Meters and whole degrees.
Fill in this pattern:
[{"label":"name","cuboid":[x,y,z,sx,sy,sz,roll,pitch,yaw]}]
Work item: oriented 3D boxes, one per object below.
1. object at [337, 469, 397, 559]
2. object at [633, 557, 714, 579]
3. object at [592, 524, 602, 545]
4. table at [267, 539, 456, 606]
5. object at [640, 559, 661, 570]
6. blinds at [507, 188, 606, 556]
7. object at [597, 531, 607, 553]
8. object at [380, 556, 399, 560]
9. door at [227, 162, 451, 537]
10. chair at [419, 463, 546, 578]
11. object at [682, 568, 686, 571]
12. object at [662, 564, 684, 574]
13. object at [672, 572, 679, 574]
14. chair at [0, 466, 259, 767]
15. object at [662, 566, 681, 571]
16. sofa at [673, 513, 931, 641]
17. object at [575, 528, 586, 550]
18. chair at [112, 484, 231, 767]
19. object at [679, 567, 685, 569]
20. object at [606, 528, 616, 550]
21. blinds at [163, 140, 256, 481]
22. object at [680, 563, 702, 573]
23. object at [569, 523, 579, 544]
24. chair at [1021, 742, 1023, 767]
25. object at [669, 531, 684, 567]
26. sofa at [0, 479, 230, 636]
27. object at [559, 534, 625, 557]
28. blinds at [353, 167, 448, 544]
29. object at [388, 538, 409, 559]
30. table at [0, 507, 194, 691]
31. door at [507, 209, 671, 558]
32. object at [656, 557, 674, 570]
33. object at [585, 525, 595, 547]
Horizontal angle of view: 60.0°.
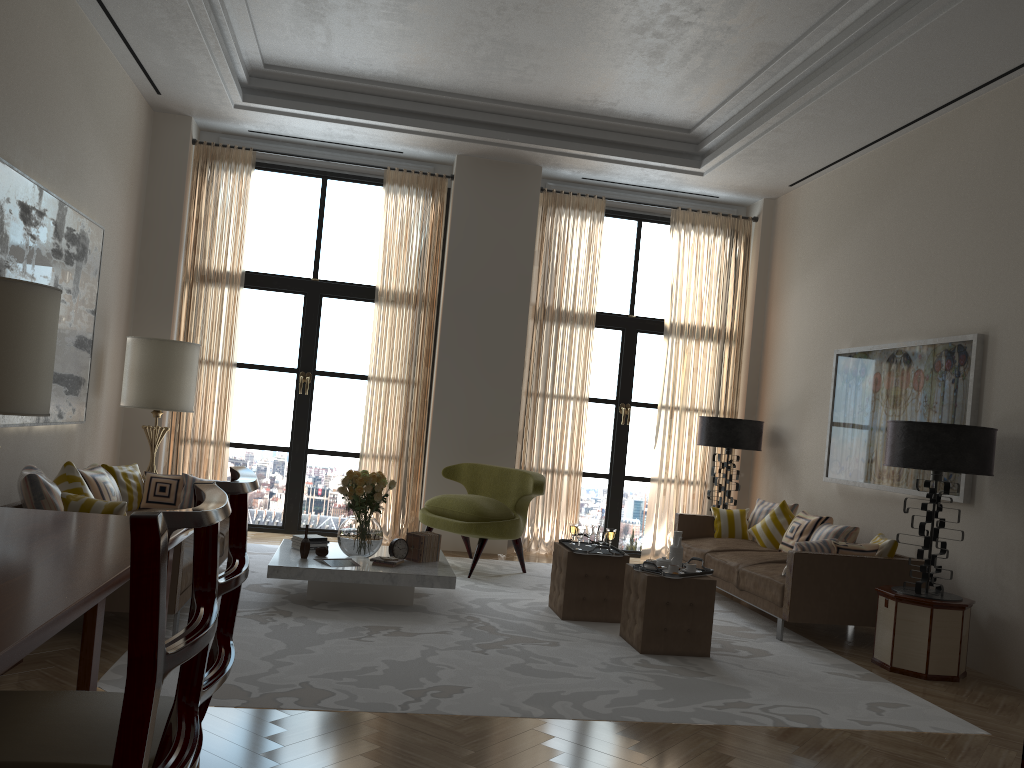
[{"label":"object","cuboid":[-1.354,1.206,8.194,0.540,0.821,0.627,6,-1,-14]},{"label":"object","cuboid":[1.326,1.488,7.260,0.440,0.101,0.722,3,-3,44]},{"label":"object","cuboid":[0.800,1.444,8.472,0.098,0.191,0.098,4,-1,38]},{"label":"table","cuboid":[-1.396,1.776,8.248,1.584,0.343,1.501,6,-2,-10]},{"label":"object","cuboid":[1.131,1.462,7.191,0.176,0.067,0.176,7,-3,-34]},{"label":"blinds","cuboid":[0.610,-0.108,11.862,0.960,4.872,0.419,5,-1,-8]},{"label":"object","cuboid":[0.796,1.420,7.925,0.098,0.191,0.098,6,-1,-10]},{"label":"object","cuboid":[-1.101,1.562,7.952,0.139,0.019,0.137,6,-3,-25]},{"label":"door","cuboid":[-2.635,-0.411,11.539,3.259,4.765,0.240,6,-1,-10]},{"label":"chair","cuboid":[-0.460,1.545,10.214,1.031,1.213,1.789,7,-2,-42]},{"label":"object","cuboid":[1.439,1.532,7.335,0.041,0.015,0.187,4,-3,32]},{"label":"object","cuboid":[1.292,1.484,7.091,0.176,0.067,0.176,6,-2,-8]},{"label":"object","cuboid":[1.290,1.500,6.990,0.053,0.025,0.049,6,-2,-8]},{"label":"chair","cuboid":[-1.210,0.961,2.404,0.878,1.505,0.656,6,-1,-10]},{"label":"object","cuboid":[1.291,1.497,7.191,0.186,0.026,0.041,5,-2,-2]},{"label":"sofa","cuboid":[2.823,1.981,9.317,1.352,0.819,2.980,6,-2,-9]},{"label":"object","cuboid":[0.614,1.408,8.052,0.098,0.191,0.098,5,-1,16]},{"label":"chair","cuboid":[-1.091,0.945,1.768,0.878,1.505,0.656,6,-1,-10]},{"label":"object","cuboid":[1.412,1.529,7.357,0.053,0.025,0.049,7,-3,-43]},{"label":"object","cuboid":[0.914,1.444,8.230,0.098,0.191,0.098,5,-1,16]},{"label":"blinds","cuboid":[-3.800,-0.544,11.114,0.780,4.884,0.419,5,-1,-7]},{"label":"object","cuboid":[1.471,1.510,7.275,0.176,0.067,0.176,6,-2,-11]},{"label":"object","cuboid":[0.580,1.420,8.398,0.098,0.191,0.098,6,-1,-27]},{"label":"chair","cuboid":[2.957,1.599,4.002,1.136,1.135,0.876,7,-2,-44]},{"label":"object","cuboid":[1.380,1.390,7.444,0.113,0.305,0.126,5,-1,27]},{"label":"sofa","cuboid":[-3.161,1.342,7.381,1.352,0.819,2.980,6,-2,-9]},{"label":"object","cuboid":[0.731,1.485,8.204,0.491,0.092,0.802,6,-2,-9]},{"label":"blinds","cuboid":[-1.450,-0.314,11.512,0.874,4.872,0.418,5,-1,-7]},{"label":"object","cuboid":[-1.046,1.530,8.194,0.082,0.209,0.205,4,-2,42]},{"label":"table","cuboid":[-2.347,1.123,2.849,1.801,1.026,3.801,6,-2,-9]},{"label":"door","cuboid":[1.582,0.011,12.254,3.087,4.765,0.240,6,-1,-10]},{"label":"object","cuboid":[1.254,1.474,7.333,0.176,0.105,0.136,6,-2,-13]},{"label":"object","cuboid":[0.728,1.432,8.350,0.098,0.191,0.098,6,-1,-10]}]
